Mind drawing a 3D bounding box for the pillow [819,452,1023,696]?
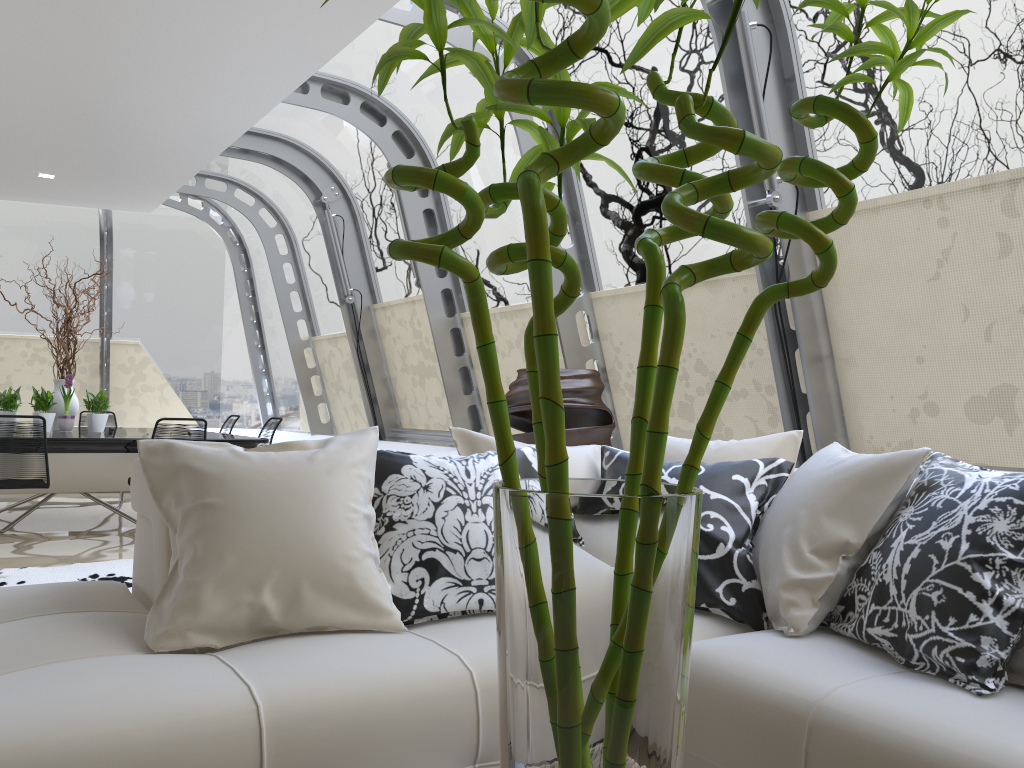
[{"bbox_3d":[1.005,0.401,2.031,0.382,0.467,0.608,2,-2,-14],"label":"pillow"}]

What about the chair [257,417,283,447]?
[{"bbox_3d":[-2.348,0.538,7.589,0.688,0.519,0.446,3,-2,-33],"label":"chair"}]

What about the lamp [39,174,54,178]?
[{"bbox_3d":[-5.299,-2.006,0.792,9.775,0.004,9.928,3,-2,-32],"label":"lamp"}]

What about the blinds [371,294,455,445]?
[{"bbox_3d":[-0.733,-0.088,7.292,0.387,1.214,1.376,3,-2,-33],"label":"blinds"}]

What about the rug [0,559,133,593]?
[{"bbox_3d":[-2.125,1.092,4.376,3.220,0.008,2.705,3,-2,-33],"label":"rug"}]

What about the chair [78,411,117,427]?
[{"bbox_3d":[-4.144,0.536,8.951,0.446,0.519,0.688,3,-2,-33],"label":"chair"}]

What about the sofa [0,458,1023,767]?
[{"bbox_3d":[0.503,0.637,1.413,3.257,0.866,4.169,3,-2,-33],"label":"sofa"}]

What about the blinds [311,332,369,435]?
[{"bbox_3d":[-1.553,0.027,8.597,0.329,1.027,1.430,3,-2,-33],"label":"blinds"}]

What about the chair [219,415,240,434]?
[{"bbox_3d":[-3.045,0.555,8.658,0.688,0.519,0.446,3,-2,-33],"label":"chair"}]

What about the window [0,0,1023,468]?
[{"bbox_3d":[-6.193,-0.507,2.488,16.693,3.674,16.171,2,-2,-27],"label":"window"}]

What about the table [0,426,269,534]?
[{"bbox_3d":[-3.723,0.773,7.388,2.494,0.759,3.031,3,-2,-33],"label":"table"}]

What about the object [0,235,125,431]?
[{"bbox_3d":[-3.866,-0.387,7.364,1.031,1.549,1.135,3,-2,-41],"label":"object"}]

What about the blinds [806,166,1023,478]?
[{"bbox_3d":[1.781,-0.148,3.434,0.387,1.214,1.376,3,-2,-33],"label":"blinds"}]

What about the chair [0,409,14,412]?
[{"bbox_3d":[-4.919,0.500,8.446,0.446,0.519,0.688,3,-2,-33],"label":"chair"}]

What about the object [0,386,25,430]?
[{"bbox_3d":[-4.147,0.196,7.312,0.215,0.369,0.284,1,-2,5],"label":"object"}]

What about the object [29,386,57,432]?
[{"bbox_3d":[-3.738,0.198,7.063,0.215,0.369,0.284,1,-2,0],"label":"object"}]

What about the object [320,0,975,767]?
[{"bbox_3d":[0.106,-0.155,0.895,0.673,1.546,0.584,1,-2,6],"label":"object"}]

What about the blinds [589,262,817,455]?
[{"bbox_3d":[0.968,-0.034,4.727,0.329,1.027,1.430,3,-2,-33],"label":"blinds"}]

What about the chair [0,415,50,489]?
[{"bbox_3d":[-3.272,0.456,5.785,0.446,0.519,0.688,3,-2,-33],"label":"chair"}]

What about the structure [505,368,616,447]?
[{"bbox_3d":[0.206,0.553,4.403,0.674,1.258,0.672,0,-2,34],"label":"structure"}]

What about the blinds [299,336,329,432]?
[{"bbox_3d":[-2.370,0.586,10.110,0.663,2.118,1.829,3,-2,-33],"label":"blinds"}]

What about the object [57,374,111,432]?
[{"bbox_3d":[-3.523,0.163,7.362,0.417,0.476,0.238,2,-2,-5],"label":"object"}]

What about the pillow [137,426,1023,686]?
[{"bbox_3d":[0.836,0.385,2.042,3.322,0.530,1.656,1,-2,27],"label":"pillow"}]

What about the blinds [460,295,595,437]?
[{"bbox_3d":[0.128,-0.013,6.017,0.329,1.027,1.430,3,-2,-33],"label":"blinds"}]

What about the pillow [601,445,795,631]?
[{"bbox_3d":[0.478,0.435,2.576,0.599,0.483,0.405,1,-2,26],"label":"pillow"}]

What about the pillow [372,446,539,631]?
[{"bbox_3d":[-0.156,0.401,2.397,0.604,0.471,0.394,2,-2,-17],"label":"pillow"}]

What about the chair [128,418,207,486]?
[{"bbox_3d":[-2.436,0.495,6.329,0.446,0.519,0.688,3,-2,-33],"label":"chair"}]
